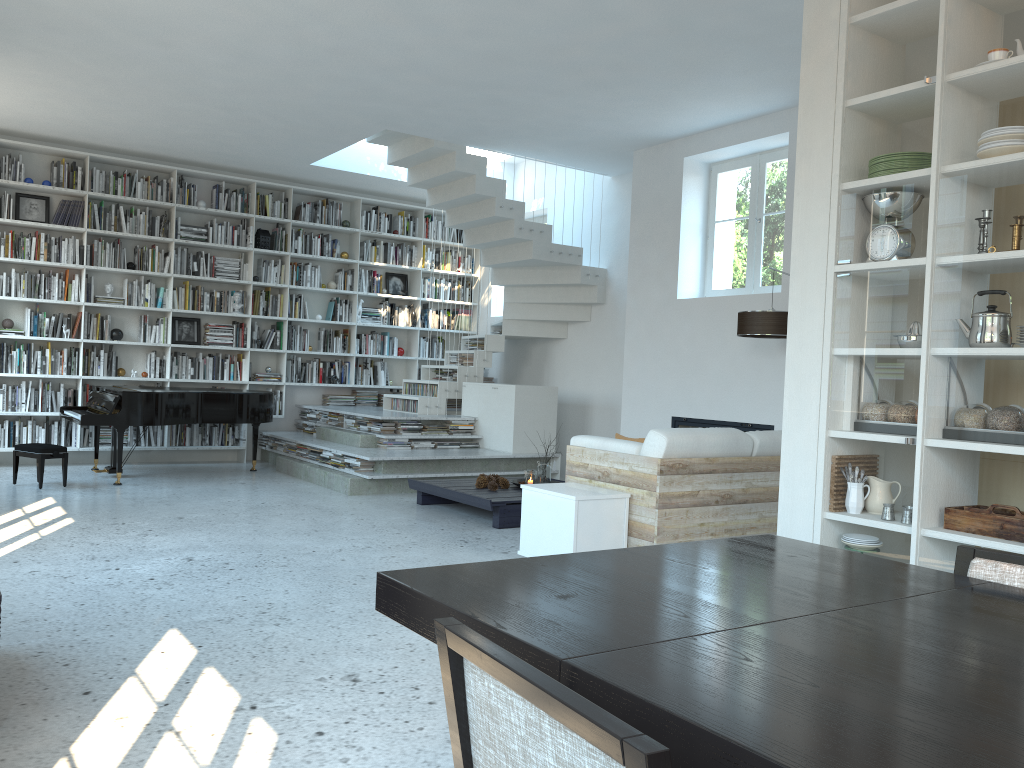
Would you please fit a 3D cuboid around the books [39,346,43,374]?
[{"bbox_3d":[-4.691,-0.239,8.827,0.014,0.282,0.150,2,1,-34],"label":"books"}]

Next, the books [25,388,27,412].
[{"bbox_3d":[-4.822,0.154,8.776,0.012,0.232,0.148,2,1,-34],"label":"books"}]

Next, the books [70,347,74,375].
[{"bbox_3d":[-4.456,-0.232,8.974,0.014,0.286,0.179,2,1,-34],"label":"books"}]

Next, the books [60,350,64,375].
[{"bbox_3d":[-4.539,-0.215,8.941,0.010,0.246,0.160,2,1,-34],"label":"books"}]

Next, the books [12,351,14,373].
[{"bbox_3d":[-4.902,-0.215,8.692,0.015,0.218,0.176,2,1,-34],"label":"books"}]

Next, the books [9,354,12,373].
[{"bbox_3d":[-4.908,-0.200,8.657,0.019,0.189,0.193,2,1,-34],"label":"books"}]

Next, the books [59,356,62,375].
[{"bbox_3d":[-4.557,-0.190,8.935,0.023,0.194,0.140,2,1,-34],"label":"books"}]

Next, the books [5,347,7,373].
[{"bbox_3d":[-4.949,-0.236,8.669,0.022,0.257,0.141,2,1,-34],"label":"books"}]

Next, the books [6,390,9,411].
[{"bbox_3d":[-4.956,0.166,8.691,0.025,0.200,0.137,2,1,-34],"label":"books"}]

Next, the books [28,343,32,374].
[{"bbox_3d":[-4.767,-0.250,8.760,0.019,0.300,0.180,2,1,-34],"label":"books"}]

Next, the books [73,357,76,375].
[{"bbox_3d":[-4.461,-0.183,9.013,0.023,0.187,0.130,2,1,-34],"label":"books"}]

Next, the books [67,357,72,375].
[{"bbox_3d":[-4.492,-0.181,8.976,0.041,0.181,0.141,2,1,-34],"label":"books"}]

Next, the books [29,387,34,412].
[{"bbox_3d":[-4.773,0.153,8.811,0.031,0.239,0.132,2,1,-34],"label":"books"}]

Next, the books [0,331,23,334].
[{"bbox_3d":[-4.931,-0.503,8.660,0.254,0.012,0.161,2,1,-37],"label":"books"}]

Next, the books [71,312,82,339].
[{"bbox_3d":[-4.408,-0.591,8.960,0.082,0.276,0.228,2,1,-34],"label":"books"}]

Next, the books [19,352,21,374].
[{"bbox_3d":[-4.860,-0.210,8.735,0.016,0.211,0.145,2,1,-34],"label":"books"}]

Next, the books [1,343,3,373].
[{"bbox_3d":[-4.975,-0.253,8.649,0.016,0.289,0.152,2,1,-34],"label":"books"}]

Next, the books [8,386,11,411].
[{"bbox_3d":[-4.938,0.142,8.707,0.022,0.248,0.133,2,1,-34],"label":"books"}]

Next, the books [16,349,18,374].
[{"bbox_3d":[-4.869,-0.226,8.707,0.014,0.243,0.171,2,1,-34],"label":"books"}]

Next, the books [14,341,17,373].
[{"bbox_3d":[-4.877,-0.262,8.702,0.006,0.315,0.145,2,1,-34],"label":"books"}]

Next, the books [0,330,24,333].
[{"bbox_3d":[-4.929,-0.515,8.658,0.285,0.012,0.159,2,1,-30],"label":"books"}]

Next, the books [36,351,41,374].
[{"bbox_3d":[-4.710,-0.213,8.817,0.027,0.230,0.159,2,1,-34],"label":"books"}]

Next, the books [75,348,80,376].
[{"bbox_3d":[-4.429,-0.228,9.027,0.024,0.280,0.135,2,1,-34],"label":"books"}]

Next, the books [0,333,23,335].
[{"bbox_3d":[-4.934,-0.491,8.664,0.254,0.012,0.161,2,1,-33],"label":"books"}]

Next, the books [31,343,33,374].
[{"bbox_3d":[-4.760,-0.253,8.779,0.012,0.306,0.189,2,1,-34],"label":"books"}]

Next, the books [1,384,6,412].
[{"bbox_3d":[-4.965,0.132,8.658,0.029,0.266,0.171,2,1,-34],"label":"books"}]

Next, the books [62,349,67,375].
[{"bbox_3d":[-4.516,-0.224,8.935,0.021,0.265,0.185,2,1,-34],"label":"books"}]

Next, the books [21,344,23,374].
[{"bbox_3d":[-4.823,-0.246,8.719,0.007,0.286,0.182,2,1,-34],"label":"books"}]

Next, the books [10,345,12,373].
[{"bbox_3d":[-4.906,-0.246,8.680,0.008,0.280,0.164,2,1,-34],"label":"books"}]

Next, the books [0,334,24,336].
[{"bbox_3d":[-4.932,-0.479,8.660,0.285,0.012,0.159,2,1,-31],"label":"books"}]

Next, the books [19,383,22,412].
[{"bbox_3d":[-4.856,0.132,8.758,0.013,0.274,0.146,2,1,-34],"label":"books"}]

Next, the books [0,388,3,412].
[{"bbox_3d":[-4.984,0.155,8.639,0.022,0.220,0.187,2,1,-34],"label":"books"}]

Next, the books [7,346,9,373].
[{"bbox_3d":[-4.926,-0.238,8.662,0.007,0.264,0.176,2,1,-34],"label":"books"}]

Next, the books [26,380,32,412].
[{"bbox_3d":[-4.788,0.118,8.773,0.039,0.307,0.172,2,1,-34],"label":"books"}]

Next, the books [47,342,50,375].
[{"bbox_3d":[-4.631,-0.257,8.864,0.021,0.323,0.171,2,1,-34],"label":"books"}]

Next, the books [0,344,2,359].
[{"bbox_3d":[-4.986,-0.251,8.644,0.008,0.285,0.159,2,1,-34],"label":"books"}]

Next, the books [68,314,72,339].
[{"bbox_3d":[-4.473,-0.582,8.964,0.021,0.251,0.154,2,1,-34],"label":"books"}]

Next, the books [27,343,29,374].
[{"bbox_3d":[-4.798,-0.252,8.782,0.009,0.299,0.141,2,1,-34],"label":"books"}]

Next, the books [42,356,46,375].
[{"bbox_3d":[-4.670,-0.188,8.832,0.029,0.181,0.190,2,1,-34],"label":"books"}]

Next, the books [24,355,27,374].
[{"bbox_3d":[-4.804,-0.196,8.737,0.016,0.189,0.183,2,1,-34],"label":"books"}]

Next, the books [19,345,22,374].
[{"bbox_3d":[-4.843,-0.242,8.734,0.009,0.278,0.157,2,1,-34],"label":"books"}]

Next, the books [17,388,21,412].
[{"bbox_3d":[-4.863,0.155,8.731,0.028,0.229,0.157,2,1,-34],"label":"books"}]

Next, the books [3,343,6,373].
[{"bbox_3d":[-4.959,-0.255,8.652,0.014,0.294,0.171,2,1,-34],"label":"books"}]

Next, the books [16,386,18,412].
[{"bbox_3d":[-4.871,0.143,8.709,0.010,0.252,0.177,2,1,-34],"label":"books"}]

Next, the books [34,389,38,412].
[{"bbox_3d":[-4.746,0.161,8.824,0.028,0.225,0.134,2,1,-34],"label":"books"}]

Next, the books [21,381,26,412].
[{"bbox_3d":[-4.835,0.120,8.762,0.027,0.299,0.142,2,1,-34],"label":"books"}]

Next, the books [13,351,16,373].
[{"bbox_3d":[-4.883,-0.213,8.690,0.015,0.217,0.180,2,1,-34],"label":"books"}]

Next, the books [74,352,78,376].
[{"bbox_3d":[-4.431,-0.208,9.000,0.010,0.240,0.174,2,1,-34],"label":"books"}]

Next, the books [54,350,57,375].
[{"bbox_3d":[-4.588,-0.218,8.892,0.028,0.249,0.159,2,1,-34],"label":"books"}]

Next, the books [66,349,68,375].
[{"bbox_3d":[-4.512,-0.221,8.960,0.013,0.260,0.142,2,1,-34],"label":"books"}]

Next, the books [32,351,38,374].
[{"bbox_3d":[-4.749,-0.215,8.810,0.045,0.230,0.138,2,1,-34],"label":"books"}]

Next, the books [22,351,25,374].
[{"bbox_3d":[-4.819,-0.212,8.732,0.015,0.219,0.190,2,1,-34],"label":"books"}]

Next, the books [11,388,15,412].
[{"bbox_3d":[-4.899,0.156,8.694,0.028,0.223,0.189,2,1,-34],"label":"books"}]

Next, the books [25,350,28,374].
[{"bbox_3d":[-4.809,-0.218,8.774,0.016,0.231,0.136,2,1,-34],"label":"books"}]

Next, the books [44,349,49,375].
[{"bbox_3d":[-4.652,-0.223,8.855,0.026,0.254,0.176,2,1,-34],"label":"books"}]

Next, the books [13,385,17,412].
[{"bbox_3d":[-4.883,0.140,8.707,0.013,0.257,0.189,2,1,-34],"label":"books"}]

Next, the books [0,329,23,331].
[{"bbox_3d":[-4.932,-0.528,8.663,0.254,0.012,0.161,2,1,-33],"label":"books"}]

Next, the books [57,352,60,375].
[{"bbox_3d":[-4.574,-0.208,8.919,0.025,0.229,0.153,2,1,-34],"label":"books"}]

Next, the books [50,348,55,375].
[{"bbox_3d":[-4.608,-0.225,8.872,0.028,0.260,0.181,2,1,-34],"label":"books"}]

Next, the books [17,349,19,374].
[{"bbox_3d":[-4.852,-0.226,8.702,0.009,0.244,0.184,2,1,-34],"label":"books"}]
